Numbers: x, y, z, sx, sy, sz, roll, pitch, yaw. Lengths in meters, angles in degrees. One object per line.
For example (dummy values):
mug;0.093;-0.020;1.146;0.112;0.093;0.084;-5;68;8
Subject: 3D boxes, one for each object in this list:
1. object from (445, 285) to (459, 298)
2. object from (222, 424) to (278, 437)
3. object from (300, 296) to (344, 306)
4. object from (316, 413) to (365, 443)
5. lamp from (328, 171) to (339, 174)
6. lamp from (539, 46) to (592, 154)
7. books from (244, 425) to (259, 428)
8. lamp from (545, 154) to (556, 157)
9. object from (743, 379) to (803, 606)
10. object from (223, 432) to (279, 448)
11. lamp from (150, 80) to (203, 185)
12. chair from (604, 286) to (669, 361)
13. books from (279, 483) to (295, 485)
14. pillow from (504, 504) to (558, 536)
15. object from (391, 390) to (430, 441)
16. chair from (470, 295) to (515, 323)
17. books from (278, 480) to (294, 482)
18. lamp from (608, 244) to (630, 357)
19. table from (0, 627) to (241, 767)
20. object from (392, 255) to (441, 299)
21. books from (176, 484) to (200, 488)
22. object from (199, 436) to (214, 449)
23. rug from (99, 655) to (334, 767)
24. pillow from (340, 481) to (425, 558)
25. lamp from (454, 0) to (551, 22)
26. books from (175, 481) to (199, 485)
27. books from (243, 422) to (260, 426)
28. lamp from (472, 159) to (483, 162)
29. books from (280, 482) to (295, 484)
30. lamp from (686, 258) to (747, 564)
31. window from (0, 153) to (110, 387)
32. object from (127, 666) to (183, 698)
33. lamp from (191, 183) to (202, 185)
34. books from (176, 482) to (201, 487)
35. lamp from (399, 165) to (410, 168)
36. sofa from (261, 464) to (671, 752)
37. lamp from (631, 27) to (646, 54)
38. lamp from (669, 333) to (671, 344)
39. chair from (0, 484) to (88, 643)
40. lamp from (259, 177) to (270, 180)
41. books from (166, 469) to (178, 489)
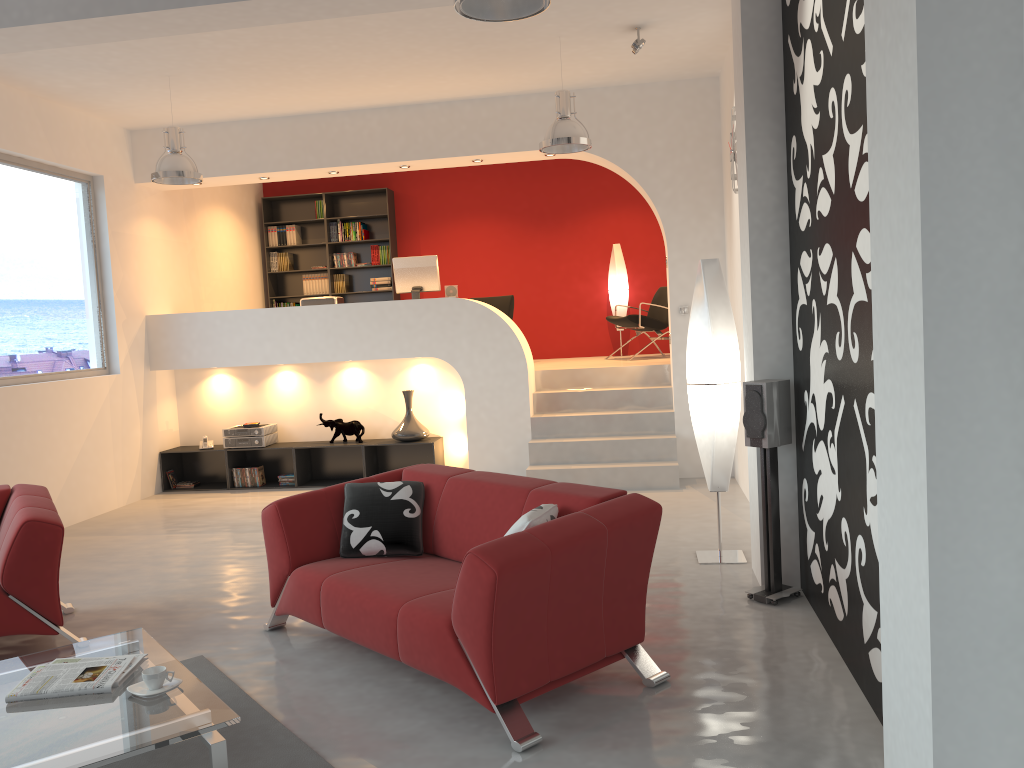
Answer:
object;-0.604;-0.910;8.864;0.133;0.147;0.151;-4;4;-8
object;-2.593;0.458;8.783;0.430;0.077;0.349;-3;4;8
object;-1.906;-0.781;9.090;0.397;0.217;0.458;-3;4;8
object;-1.665;0.425;8.667;0.507;0.296;0.191;-1;4;24
lamp;-1.705;-2.018;8.475;0.105;0.011;0.105;-3;4;-3
lamp;0.365;-2.100;6.393;0.379;0.800;0.379;-5;4;-20
books;-2.568;0.413;8.743;0.135;0.015;0.190;-4;4;-12
lamp;0.352;-2.110;8.174;0.105;0.011;0.105;-3;4;-3
object;1.306;0.538;4.486;0.229;1.112;0.214;-6;5;-37
object;-2.589;0.556;8.782;0.430;0.100;0.365;-3;4;8
lamp;-2.610;-1.967;6.829;0.379;0.800;0.379;-5;4;-20
chair;1.493;-0.689;9.908;0.768;0.795;0.664;-4;4;-17
books;-2.176;0.975;8.735;0.190;0.015;0.135;-3;4;3
pillow;0.027;0.677;3.612;0.288;0.343;0.402;-2;4;16
object;-0.986;0.304;8.537;0.369;0.481;0.369;-5;4;-26
chair;-0.384;-0.601;10.125;0.664;0.795;0.768;-1;4;28
books;-2.182;0.945;8.734;0.190;0.015;0.135;-2;4;13
lamp;1.292;-1.009;10.705;0.237;1.349;0.237;-2;4;16
table;-1.621;1.213;2.907;1.097;0.286;1.162;-6;5;-37
object;-0.945;-1.044;8.851;0.458;0.452;0.230;-3;4;8
books;-3.246;1.022;8.892;0.190;0.015;0.135;-3;4;8
object;-3.021;0.573;8.765;0.130;0.117;0.146;-4;4;-16
rug;-1.603;1.357;2.924;1.700;0.025;1.700;-6;5;-37
pillow;-0.633;0.662;4.359;0.402;0.343;0.288;-3;4;1
lamp;-0.059;-1.874;3.432;0.379;0.800;0.379;-3;4;1
books;-3.258;0.993;8.891;0.190;0.015;0.135;-3;4;8
books;-2.571;0.398;8.752;0.135;0.015;0.190;-4;4;-7
lamp;-0.321;-2.080;8.272;0.105;0.011;0.105;-3;4;-3
books;-2.171;0.960;8.733;0.190;0.015;0.135;-3;4;8
lamp;1.205;0.155;5.265;0.313;1.779;0.313;-2;4;16
window;-3.958;-0.890;6.908;0.100;1.800;2.400;-3;4;8
object;-1.214;1.006;3.011;0.153;0.069;0.153;0;5;35
lamp;-3.089;-1.957;8.678;0.105;0.011;0.105;-2;4;12
books;-3.242;1.007;8.890;0.190;0.015;0.135;-3;4;8
lamp;-1.013;-2.049;8.374;0.105;0.011;0.105;-3;4;-3
sofa;-0.307;0.846;4.007;0.951;0.738;1.929;-7;5;-42
lamp;0.896;-2.430;6.281;0.118;0.176;0.112;-6;5;-39
lamp;1.449;-0.417;8.146;0.011;0.105;0.105;-3;4;8
chair;-2.846;0.963;4.326;1.288;0.738;0.951;-6;5;-32
lamp;-2.397;-1.988;8.577;0.105;0.011;0.105;-3;4;-3
books;-3.388;0.950;8.856;0.063;0.187;0.135;-3;4;8
